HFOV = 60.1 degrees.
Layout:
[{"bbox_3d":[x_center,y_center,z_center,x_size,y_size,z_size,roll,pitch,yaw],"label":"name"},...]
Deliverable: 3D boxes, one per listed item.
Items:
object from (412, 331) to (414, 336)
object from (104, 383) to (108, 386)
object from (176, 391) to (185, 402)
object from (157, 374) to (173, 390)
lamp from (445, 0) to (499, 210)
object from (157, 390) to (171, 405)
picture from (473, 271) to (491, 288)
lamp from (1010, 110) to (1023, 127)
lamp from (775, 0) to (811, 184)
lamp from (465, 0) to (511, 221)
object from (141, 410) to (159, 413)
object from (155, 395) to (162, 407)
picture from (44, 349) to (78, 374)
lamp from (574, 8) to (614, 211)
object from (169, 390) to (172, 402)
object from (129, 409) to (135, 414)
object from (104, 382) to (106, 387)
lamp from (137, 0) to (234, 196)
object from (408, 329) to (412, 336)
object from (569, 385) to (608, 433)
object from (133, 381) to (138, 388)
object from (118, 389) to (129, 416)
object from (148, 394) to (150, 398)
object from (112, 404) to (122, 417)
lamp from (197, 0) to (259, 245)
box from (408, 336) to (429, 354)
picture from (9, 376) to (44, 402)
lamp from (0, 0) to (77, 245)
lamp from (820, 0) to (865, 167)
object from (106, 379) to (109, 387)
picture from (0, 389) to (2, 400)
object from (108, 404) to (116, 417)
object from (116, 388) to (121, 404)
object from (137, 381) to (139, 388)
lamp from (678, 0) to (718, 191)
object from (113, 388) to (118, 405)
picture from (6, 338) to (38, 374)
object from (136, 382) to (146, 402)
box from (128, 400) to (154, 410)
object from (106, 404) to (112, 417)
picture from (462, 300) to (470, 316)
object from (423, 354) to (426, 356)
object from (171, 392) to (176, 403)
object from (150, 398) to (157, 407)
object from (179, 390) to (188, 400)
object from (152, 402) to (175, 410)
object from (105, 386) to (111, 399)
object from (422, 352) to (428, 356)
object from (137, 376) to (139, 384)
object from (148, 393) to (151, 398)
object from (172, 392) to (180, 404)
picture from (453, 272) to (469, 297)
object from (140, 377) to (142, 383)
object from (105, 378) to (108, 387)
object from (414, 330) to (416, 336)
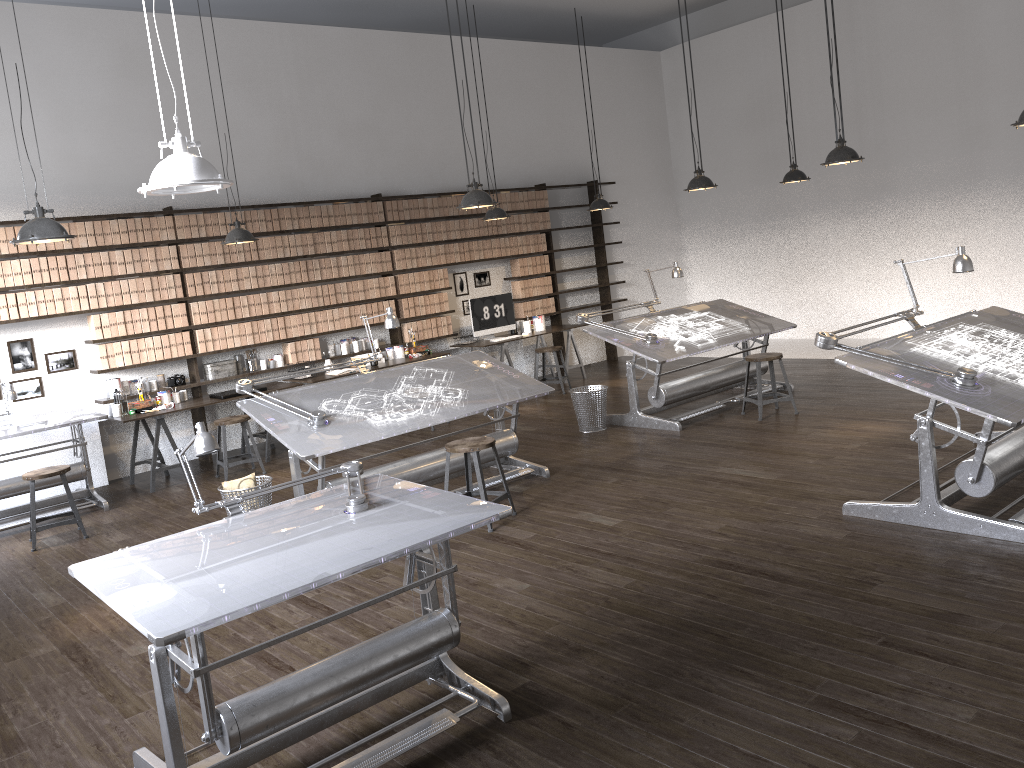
[{"bbox_3d":[-1.088,-0.498,9.821,0.005,0.179,0.022,-9,6,-20],"label":"object"},{"bbox_3d":[-3.707,0.052,8.150,0.070,0.130,0.070,-6,6,7],"label":"object"},{"bbox_3d":[-3.079,0.118,8.228,0.063,0.093,0.063,-6,7,9],"label":"object"},{"bbox_3d":[-3.274,-0.009,8.346,0.235,0.161,0.108,-5,7,16],"label":"object"},{"bbox_3d":[-0.388,-2.383,6.278,0.311,2.241,0.313,-9,6,-19],"label":"lamp"},{"bbox_3d":[-3.169,0.133,8.077,0.104,0.141,0.105,-1,9,42],"label":"object"},{"bbox_3d":[-0.373,-1.299,10.996,0.252,0.182,0.023,-13,8,-39],"label":"picture"},{"bbox_3d":[2.793,-2.550,4.779,0.312,2.241,0.313,-4,7,30],"label":"lamp"},{"bbox_3d":[2.751,-3.171,8.927,0.312,2.241,0.313,-4,7,30],"label":"lamp"},{"bbox_3d":[-0.300,-2.811,9.044,0.311,2.241,0.314,-9,6,-15],"label":"lamp"},{"bbox_3d":[-3.192,0.242,7.805,0.158,0.005,0.005,-8,7,-5],"label":"object"},{"bbox_3d":[-3.193,0.160,8.006,0.050,0.111,0.049,-13,8,-43],"label":"object"},{"bbox_3d":[-4.028,-0.201,7.911,0.252,0.182,0.023,-13,8,-39],"label":"picture"},{"bbox_3d":[0.873,-3.105,10.035,0.311,2.241,0.314,-9,6,-15],"label":"lamp"},{"bbox_3d":[-3.201,0.126,8.190,0.095,0.127,0.094,-12,8,-35],"label":"object"},{"bbox_3d":[-3.343,0.246,7.794,0.049,0.037,0.049,-14,10,-43],"label":"object"},{"bbox_3d":[-3.692,0.047,8.060,0.040,0.141,0.005,-2,8,41],"label":"object"},{"bbox_3d":[-1.247,-1.769,2.914,0.312,2.241,0.313,-4,7,30],"label":"lamp"},{"bbox_3d":[-1.110,-0.511,9.816,0.055,0.213,0.007,-11,7,-33],"label":"object"},{"bbox_3d":[0.704,0.226,7.927,0.354,0.376,0.354,-9,7,-18],"label":"object"},{"bbox_3d":[-3.341,0.061,7.936,0.071,0.185,0.008,-12,7,-39],"label":"object"},{"bbox_3d":[-3.411,0.160,7.773,0.069,0.228,0.068,-12,8,-42],"label":"object"},{"bbox_3d":[-3.272,0.147,8.018,0.033,0.147,0.005,-12,7,-39],"label":"object"},{"bbox_3d":[-3.447,0.235,7.724,0.068,0.104,0.068,-12,8,-35],"label":"object"},{"bbox_3d":[-2.403,-2.283,7.270,0.312,2.241,0.313,-4,7,30],"label":"lamp"},{"bbox_3d":[-1.056,-0.435,9.844,0.213,0.206,0.137,-13,9,-39],"label":"box"},{"bbox_3d":[-4.237,0.046,7.733,0.252,0.182,0.023,-13,8,-39],"label":"picture"},{"bbox_3d":[-2.550,-1.840,4.453,0.312,2.241,0.313,-4,7,30],"label":"lamp"},{"bbox_3d":[2.307,-2.734,6.439,0.311,2.254,0.314,-9,6,-15],"label":"lamp"},{"bbox_3d":[-3.678,0.032,8.075,0.041,0.162,0.005,-2,8,43],"label":"object"},{"bbox_3d":[-4.568,-0.109,7.443,0.417,0.572,0.040,-13,8,-39],"label":"picture"},{"bbox_3d":[-3.504,0.234,7.777,0.070,0.103,0.069,-13,9,-44],"label":"object"},{"bbox_3d":[-3.457,0.154,7.827,0.069,0.236,0.068,-12,8,-42],"label":"object"},{"bbox_3d":[-3.340,0.066,7.929,0.005,0.179,0.022,-9,6,-16],"label":"object"},{"bbox_3d":[1.578,-2.876,7.937,0.311,2.241,0.314,-9,6,-15],"label":"lamp"},{"bbox_3d":[-3.511,0.155,7.892,0.069,0.228,0.068,-12,8,-42],"label":"object"},{"bbox_3d":[-4.267,-0.245,7.712,0.202,0.283,0.022,-13,8,-40],"label":"picture"},{"bbox_3d":[-3.375,0.069,8.074,0.077,0.145,0.346,-9,8,-17],"label":"object"},{"bbox_3d":[-3.333,0.200,7.922,0.213,0.083,0.137,-14,10,-39],"label":"box"},{"bbox_3d":[-3.551,0.231,7.834,0.069,0.104,0.068,-13,9,-44],"label":"object"},{"bbox_3d":[-0.506,-0.948,10.883,0.252,0.182,0.023,-13,8,-39],"label":"picture"},{"bbox_3d":[-0.947,-0.322,9.700,0.005,0.005,0.159,-5,9,16],"label":"object"},{"bbox_3d":[-3.133,0.127,8.207,0.045,0.100,0.044,-12,8,-40],"label":"object"},{"bbox_3d":[-3.252,0.174,8.040,0.060,0.088,0.059,-13,9,-44],"label":"object"},{"bbox_3d":[-3.075,0.107,8.295,0.062,0.094,0.062,-6,7,9],"label":"object"},{"bbox_3d":[-3.106,0.200,7.884,0.197,0.050,0.133,-9,8,-10],"label":"object"},{"bbox_3d":[-3.667,0.076,8.060,0.061,0.110,0.061,-13,8,-41],"label":"object"},{"bbox_3d":[-0.954,-0.327,9.688,0.011,0.017,0.173,-5,9,19],"label":"object"},{"bbox_3d":[-3.343,0.039,7.951,0.007,0.227,0.021,-10,6,-28],"label":"object"},{"bbox_3d":[-3.262,0.144,8.019,0.040,0.129,0.005,-12,7,-38],"label":"object"},{"bbox_3d":[-3.093,0.130,8.160,0.062,0.094,0.062,-7,6,1],"label":"object"},{"bbox_3d":[-0.624,-1.216,10.786,0.202,0.283,0.022,-13,8,-40],"label":"picture"},{"bbox_3d":[-3.324,0.047,7.937,0.055,0.213,0.007,-8,6,-5],"label":"object"},{"bbox_3d":[-3.688,0.034,8.077,0.033,0.183,0.005,-2,8,44],"label":"object"},{"bbox_3d":[-1.093,-0.502,9.827,0.071,0.185,0.008,-7,6,3],"label":"object"}]
